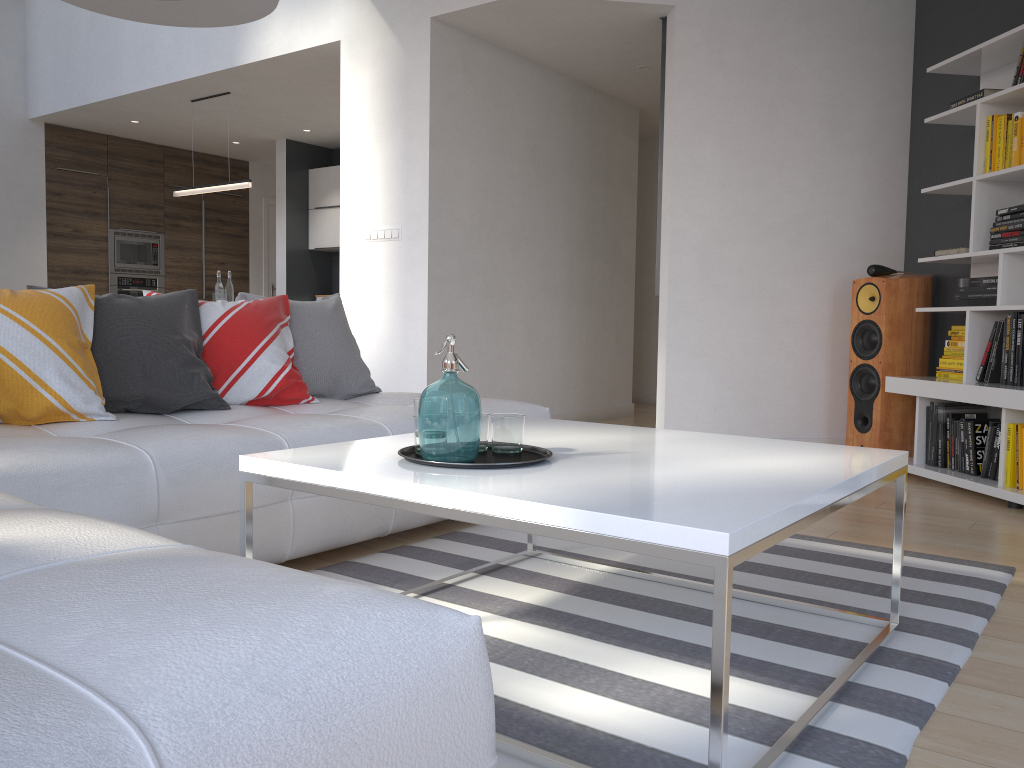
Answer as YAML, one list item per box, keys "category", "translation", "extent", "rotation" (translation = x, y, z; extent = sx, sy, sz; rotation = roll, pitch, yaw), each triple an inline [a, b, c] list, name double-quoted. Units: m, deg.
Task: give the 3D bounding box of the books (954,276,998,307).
- category: "books"
  translation: [2.301, -0.428, 4.153]
  extent: [0.277, 0.137, 0.343]
  rotation: [0, 4, -9]

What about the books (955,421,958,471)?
- category: "books"
  translation: [2.169, 0.293, 4.175]
  extent: [0.170, 0.236, 0.049]
  rotation: [0, 4, -8]

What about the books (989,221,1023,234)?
- category: "books"
  translation: [2.309, -0.694, 3.948]
  extent: [0.214, 0.030, 0.284]
  rotation: [1, 4, -1]

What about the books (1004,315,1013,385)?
- category: "books"
  translation: [2.312, -0.150, 3.953]
  extent: [0.237, 0.314, 0.034]
  rotation: [0, 4, -9]

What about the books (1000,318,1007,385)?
- category: "books"
  translation: [2.302, -0.144, 3.984]
  extent: [0.213, 0.301, 0.028]
  rotation: [0, 4, -9]

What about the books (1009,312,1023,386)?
- category: "books"
  translation: [2.321, -0.154, 3.921]
  extent: [0.237, 0.326, 0.026]
  rotation: [0, 4, -9]

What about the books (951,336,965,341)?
- category: "books"
  translation: [2.277, -0.222, 4.332]
  extent: [0.167, 0.023, 0.238]
  rotation: [1, 4, 7]

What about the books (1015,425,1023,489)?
- category: "books"
  translation: [2.222, 0.305, 3.732]
  extent: [0.213, 0.271, 0.048]
  rotation: [0, 4, -9]

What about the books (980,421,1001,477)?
- category: "books"
  translation: [2.219, 0.294, 3.984]
  extent: [0.197, 0.260, 0.066]
  rotation: [0, 4, -9]

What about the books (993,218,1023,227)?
- category: "books"
  translation: [2.313, -0.719, 3.948]
  extent: [0.189, 0.020, 0.264]
  rotation: [1, 4, -5]

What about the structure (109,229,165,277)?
- category: "structure"
  translation: [-3.930, -1.319, 9.009]
  extent: [0.459, 0.430, 0.595]
  rotation: [4, 5, 36]

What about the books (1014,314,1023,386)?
- category: "books"
  translation: [2.325, -0.146, 3.892]
  extent: [0.239, 0.315, 0.034]
  rotation: [0, 4, -9]

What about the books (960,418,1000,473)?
- category: "books"
  translation: [2.181, 0.287, 4.125]
  extent: [0.193, 0.255, 0.066]
  rotation: [0, 4, -9]

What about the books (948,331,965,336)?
- category: "books"
  translation: [2.275, -0.245, 4.322]
  extent: [0.171, 0.024, 0.234]
  rotation: [1, 4, -5]

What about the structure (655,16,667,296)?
- category: "structure"
  translation: [3.201, -1.800, 5.941]
  extent: [2.823, 4.339, 4.190]
  rotation: [4, 5, 36]

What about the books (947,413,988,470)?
- category: "books"
  translation: [2.171, 0.273, 4.231]
  extent: [0.202, 0.268, 0.053]
  rotation: [0, 4, -9]

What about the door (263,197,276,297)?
- category: "door"
  translation: [-2.555, -1.073, 10.527]
  extent: [0.085, 2.136, 0.974]
  rotation: [4, 5, 36]

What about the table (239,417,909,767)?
- category: "table"
  translation: [0.181, 0.372, 2.010]
  extent: [1.091, 0.435, 1.091]
  rotation: [4, 5, 36]

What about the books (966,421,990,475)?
- category: "books"
  translation: [2.187, 0.293, 4.061]
  extent: [0.191, 0.249, 0.083]
  rotation: [0, 4, -9]

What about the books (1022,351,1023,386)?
- category: "books"
  translation: [2.324, -0.124, 3.859]
  extent: [0.200, 0.272, 0.028]
  rotation: [0, 4, -9]

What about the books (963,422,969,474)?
- category: "books"
  translation: [2.178, 0.295, 4.094]
  extent: [0.177, 0.242, 0.066]
  rotation: [0, 4, -9]

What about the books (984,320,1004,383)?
- category: "books"
  translation: [2.290, -0.145, 4.049]
  extent: [0.210, 0.289, 0.100]
  rotation: [0, 4, -10]

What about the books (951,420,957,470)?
- category: "books"
  translation: [2.172, 0.290, 4.200]
  extent: [0.189, 0.240, 0.053]
  rotation: [0, 4, -9]

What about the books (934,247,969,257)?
- category: "books"
  translation: [2.243, -0.639, 4.322]
  extent: [0.266, 0.030, 0.209]
  rotation: [0, 4, -15]

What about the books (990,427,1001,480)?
- category: "books"
  translation: [2.214, 0.306, 3.910]
  extent: [0.179, 0.243, 0.071]
  rotation: [0, 4, -10]

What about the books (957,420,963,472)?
- category: "books"
  translation: [2.165, 0.291, 4.152]
  extent: [0.169, 0.242, 0.050]
  rotation: [0, 4, -9]

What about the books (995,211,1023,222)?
- category: "books"
  translation: [2.333, -0.744, 3.945]
  extent: [0.214, 0.030, 0.284]
  rotation: [1, 4, -1]

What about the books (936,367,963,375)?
- category: "books"
  translation: [2.257, -0.062, 4.346]
  extent: [0.213, 0.025, 0.269]
  rotation: [1, 4, -6]

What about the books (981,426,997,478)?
- category: "books"
  translation: [2.195, 0.305, 3.958]
  extent: [0.172, 0.242, 0.069]
  rotation: [0, 4, -8]

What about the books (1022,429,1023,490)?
- category: "books"
  translation: [2.233, 0.314, 3.697]
  extent: [0.198, 0.258, 0.066]
  rotation: [0, 4, -9]

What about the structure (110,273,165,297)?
- category: "structure"
  translation: [-3.923, -0.819, 9.032]
  extent: [0.495, 0.570, 0.595]
  rotation: [4, 5, 36]

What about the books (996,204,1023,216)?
- category: "books"
  translation: [2.307, -0.772, 3.938]
  extent: [0.180, 0.026, 0.246]
  rotation: [1, 4, -1]

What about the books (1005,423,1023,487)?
- category: "books"
  translation: [2.196, 0.302, 3.766]
  extent: [0.204, 0.270, 0.029]
  rotation: [0, 4, -9]

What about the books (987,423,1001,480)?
- category: "books"
  translation: [2.223, 0.300, 3.938]
  extent: [0.192, 0.254, 0.075]
  rotation: [0, 4, -10]

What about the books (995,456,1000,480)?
- category: "books"
  translation: [2.232, 0.306, 3.874]
  extent: [0.191, 0.249, 0.084]
  rotation: [0, 4, -9]

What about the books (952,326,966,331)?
- category: "books"
  translation: [2.297, -0.271, 4.334]
  extent: [0.171, 0.024, 0.234]
  rotation: [1, 4, -5]

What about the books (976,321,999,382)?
- category: "books"
  translation: [2.300, -0.146, 4.103]
  extent: [0.232, 0.284, 0.142]
  rotation: [0, 4, -9]
